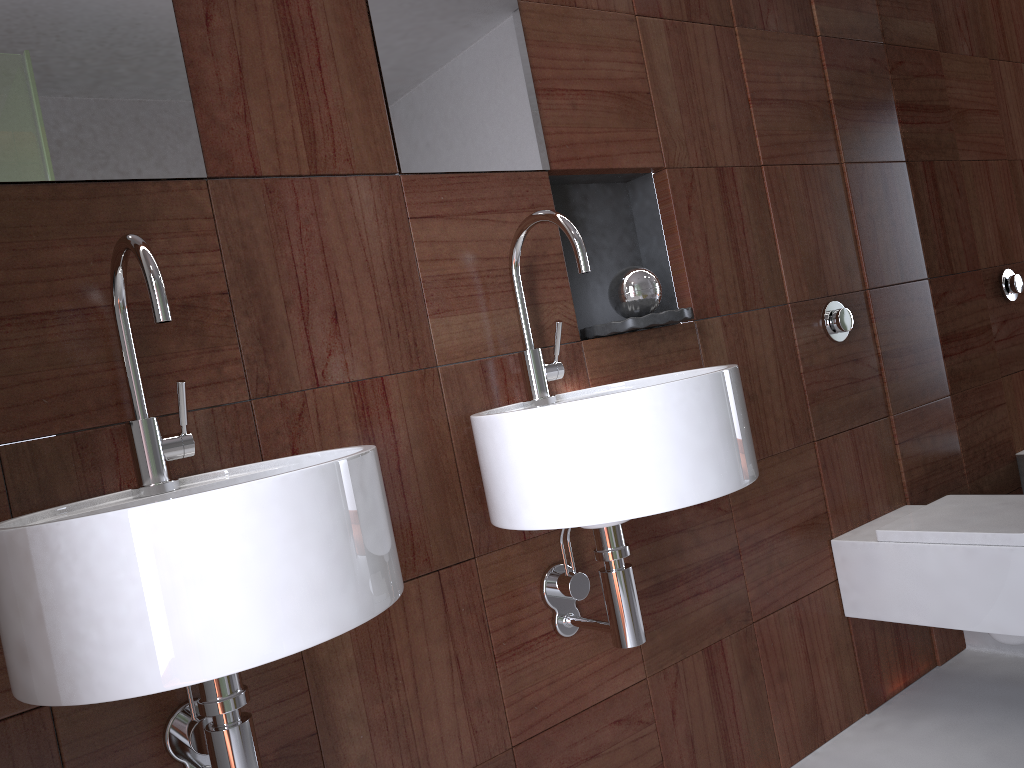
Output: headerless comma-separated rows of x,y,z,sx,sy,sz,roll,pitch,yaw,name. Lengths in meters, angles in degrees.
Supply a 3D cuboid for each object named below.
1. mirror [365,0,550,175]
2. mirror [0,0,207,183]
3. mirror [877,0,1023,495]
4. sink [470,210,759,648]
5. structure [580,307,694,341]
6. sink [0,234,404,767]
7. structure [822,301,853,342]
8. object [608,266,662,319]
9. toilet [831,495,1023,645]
-0.118,-0.678,1.530,0.316,0.635,0.010,-12,1,-37,mirror
-0.616,-0.576,1.151,0.316,0.635,0.010,-12,1,-37,mirror
1.490,-0.624,1.791,0.019,2.183,1.433,-12,1,-37,mirror
0.149,0.066,1.371,0.415,0.715,0.417,-12,1,-37,sink
0.242,-0.116,1.723,0.222,0.023,0.220,-10,1,43,structure
-0.347,0.168,0.994,0.415,0.715,0.417,-12,1,-37,sink
0.773,-0.149,2.086,0.098,0.098,0.034,-12,1,-37,structure
-0.253,-0.075,1.340,1.350,0.104,0.104,-12,1,-37,object
1.030,0.412,1.884,0.329,0.284,0.547,-12,1,-37,toilet
